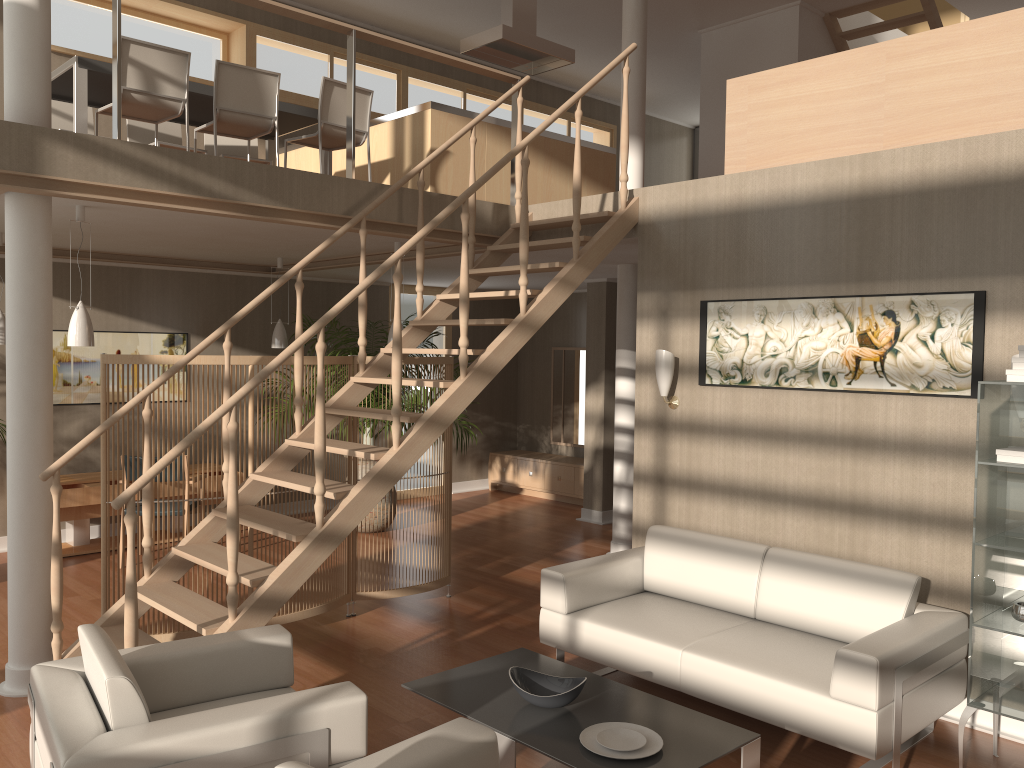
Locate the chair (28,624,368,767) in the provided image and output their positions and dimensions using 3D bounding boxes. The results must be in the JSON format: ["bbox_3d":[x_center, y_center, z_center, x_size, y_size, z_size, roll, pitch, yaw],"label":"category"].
[{"bbox_3d":[-1.080,1.196,2.994,0.905,0.740,0.900,-1,3,-33],"label":"chair"}]

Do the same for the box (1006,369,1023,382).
[{"bbox_3d":[2.077,-0.030,3.432,0.232,0.047,0.232,-1,3,-43],"label":"box"}]

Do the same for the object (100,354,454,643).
[{"bbox_3d":[-1.222,0.605,5.271,2.229,1.542,0.233,-1,3,-38],"label":"object"}]

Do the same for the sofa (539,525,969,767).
[{"bbox_3d":[1.071,1.179,4.232,0.905,0.740,1.781,-1,3,-43],"label":"sofa"}]

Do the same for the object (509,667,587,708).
[{"bbox_3d":[0.139,1.202,3.492,0.317,0.125,0.223,2,2,18],"label":"object"}]

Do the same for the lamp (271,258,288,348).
[{"bbox_3d":[-2.056,-0.717,7.856,0.139,0.800,0.139,2,2,21],"label":"lamp"}]

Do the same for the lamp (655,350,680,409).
[{"bbox_3d":[0.913,-0.026,5.229,0.153,0.353,0.112,-1,3,-43],"label":"lamp"}]

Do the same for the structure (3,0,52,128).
[{"bbox_3d":[-2.321,-2.404,4.240,0.200,2.400,0.200,-1,3,-43],"label":"structure"}]

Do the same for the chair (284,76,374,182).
[{"bbox_3d":[-1.301,-1.666,6.235,0.496,0.796,0.430,3,3,42],"label":"chair"}]

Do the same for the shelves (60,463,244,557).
[{"bbox_3d":[-3.161,1.055,7.500,1.600,0.590,0.658,-1,3,-43],"label":"shelves"}]

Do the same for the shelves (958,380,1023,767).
[{"bbox_3d":[2.062,0.792,3.485,0.403,1.600,0.400,-1,3,-43],"label":"shelves"}]

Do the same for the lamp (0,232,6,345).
[{"bbox_3d":[-3.666,-0.682,6.339,0.139,0.800,0.139,2,2,21],"label":"lamp"}]

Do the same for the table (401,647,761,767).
[{"bbox_3d":[0.223,1.413,3.475,0.700,0.293,1.260,-1,3,-43],"label":"table"}]

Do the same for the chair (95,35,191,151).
[{"bbox_3d":[-2.305,-1.652,5.505,0.430,0.796,0.496,-1,3,-43],"label":"chair"}]

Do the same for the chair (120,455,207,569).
[{"bbox_3d":[-2.739,0.960,6.951,0.582,0.856,0.509,1,2,-3],"label":"chair"}]

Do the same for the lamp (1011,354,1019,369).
[{"bbox_3d":[2.226,0.048,3.836,0.153,0.353,0.112,-1,3,-43],"label":"lamp"}]

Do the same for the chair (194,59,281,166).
[{"bbox_3d":[-1.851,-1.662,5.925,0.430,0.796,0.496,-1,3,-38],"label":"chair"}]

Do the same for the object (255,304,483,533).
[{"bbox_3d":[-1.348,0.425,8.250,2.109,2.304,2.157,2,3,35],"label":"object"}]

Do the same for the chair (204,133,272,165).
[{"bbox_3d":[-2.169,-1.710,7.041,0.430,0.796,0.496,-1,3,-33],"label":"chair"}]

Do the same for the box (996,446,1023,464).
[{"bbox_3d":[2.056,0.282,3.452,0.232,0.047,0.232,-1,3,-38],"label":"box"}]

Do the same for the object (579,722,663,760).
[{"bbox_3d":[0.388,1.271,3.147,0.294,0.020,0.294,2,2,19],"label":"object"}]

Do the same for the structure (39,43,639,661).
[{"bbox_3d":[-0.720,-0.288,4.770,3.150,3.578,1.000,-1,3,-43],"label":"structure"}]

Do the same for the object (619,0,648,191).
[{"bbox_3d":[0.987,-2.470,7.194,0.200,2.400,0.200,-1,3,-43],"label":"object"}]

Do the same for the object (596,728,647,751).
[{"bbox_3d":[0.388,1.269,3.147,0.178,0.020,0.178,1,2,-4],"label":"object"}]

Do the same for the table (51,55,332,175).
[{"bbox_3d":[-2.306,-1.654,6.334,1.800,0.740,0.900,-1,3,-43],"label":"table"}]

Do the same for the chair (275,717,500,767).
[{"bbox_3d":[-0.135,1.244,2.101,0.900,0.740,0.905,3,3,42],"label":"chair"}]

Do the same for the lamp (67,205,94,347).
[{"bbox_3d":[-2.461,-0.615,5.061,0.139,0.800,0.139,0,3,-29],"label":"lamp"}]

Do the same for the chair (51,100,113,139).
[{"bbox_3d":[-3.113,-1.696,6.320,0.496,0.796,0.430,3,3,42],"label":"chair"}]

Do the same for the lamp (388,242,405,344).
[{"bbox_3d":[-0.851,-0.650,6.578,0.139,0.800,0.139,1,2,-8],"label":"lamp"}]

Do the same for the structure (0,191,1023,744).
[{"bbox_3d":[0.978,0.203,6.227,10.775,2.533,8.342,-1,3,-43],"label":"structure"}]

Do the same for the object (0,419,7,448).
[{"bbox_3d":[-4.303,0.489,5.492,2.157,2.304,2.109,3,3,39],"label":"object"}]

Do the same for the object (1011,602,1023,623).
[{"bbox_3d":[2.048,0.911,3.532,0.103,0.066,0.103,0,2,-24],"label":"object"}]

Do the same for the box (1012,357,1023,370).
[{"bbox_3d":[2.077,-0.077,3.433,0.200,0.047,0.200,-1,3,-43],"label":"box"}]

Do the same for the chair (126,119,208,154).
[{"bbox_3d":[-2.578,-1.700,6.645,0.496,0.796,0.430,3,3,42],"label":"chair"}]

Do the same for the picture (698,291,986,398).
[{"bbox_3d":[1.613,-0.208,4.574,0.018,0.487,1.531,-1,3,-43],"label":"picture"}]

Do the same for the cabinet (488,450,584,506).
[{"bbox_3d":[0.550,1.083,10.151,0.500,0.458,1.911,-1,3,-43],"label":"cabinet"}]

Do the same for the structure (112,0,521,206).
[{"bbox_3d":[-2.337,-1.735,6.343,3.300,0.900,3.475,-1,3,-43],"label":"structure"}]

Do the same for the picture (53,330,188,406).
[{"bbox_3d":[-3.473,-0.143,7.738,1.317,0.633,0.010,-1,3,-43],"label":"picture"}]

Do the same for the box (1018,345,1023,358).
[{"bbox_3d":[2.077,-0.125,3.430,0.168,0.047,0.168,-1,3,-43],"label":"box"}]
